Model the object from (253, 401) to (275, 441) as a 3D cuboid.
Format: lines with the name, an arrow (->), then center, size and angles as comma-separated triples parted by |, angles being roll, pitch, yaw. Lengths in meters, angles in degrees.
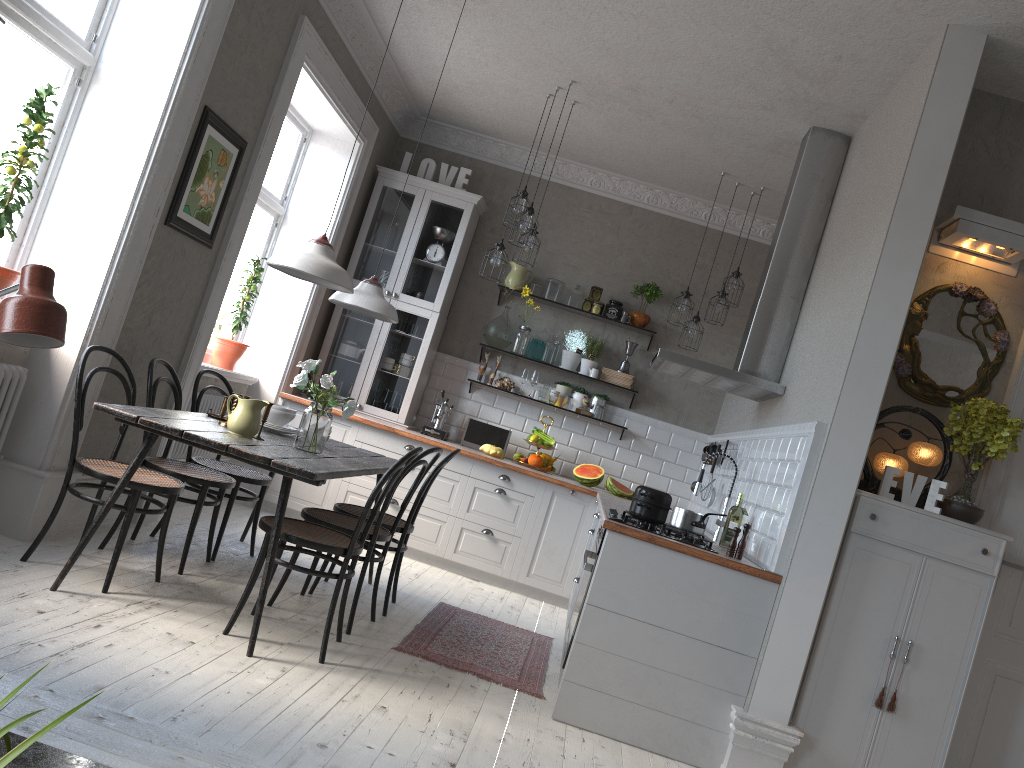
object -> -1.088, 0.160, 3.884 | 0.058, 0.167, 0.060 | 16, -4, 18

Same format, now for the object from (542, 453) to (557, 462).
object -> 0.285, 0.576, 6.861 | 0.127, 0.056, 0.059 | 18, -3, -4

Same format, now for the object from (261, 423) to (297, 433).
object -> -1.204, 0.216, 4.463 | 0.241, 0.027, 0.233 | 19, -3, -27

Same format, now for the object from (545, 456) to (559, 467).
object -> 0.308, 0.589, 6.851 | 0.060, 0.120, 0.127 | 16, -4, 29

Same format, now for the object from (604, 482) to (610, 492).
object -> 0.800, 0.820, 6.847 | 0.197, 0.067, 0.104 | 17, -3, 11

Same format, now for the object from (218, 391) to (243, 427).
object -> -1.253, 0.112, 4.003 | 0.097, 0.172, 0.095 | 18, -3, -14

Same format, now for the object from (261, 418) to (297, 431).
object -> -1.202, 0.208, 4.463 | 0.233, 0.027, 0.241 | 16, -3, 28

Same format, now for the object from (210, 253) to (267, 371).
object -> -1.854, -0.498, 6.055 | 0.255, 0.814, 0.264 | 15, -4, 32

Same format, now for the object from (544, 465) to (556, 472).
object -> 0.257, 0.637, 6.899 | 0.212, 0.044, 0.055 | 15, -4, 43

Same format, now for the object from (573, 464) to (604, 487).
object -> 0.571, 0.682, 6.645 | 0.232, 0.174, 0.221 | 16, -3, 26

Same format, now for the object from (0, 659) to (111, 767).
object -> -0.658, 0.484, 0.962 | 0.721, 0.420, 0.672 | 16, -3, 23

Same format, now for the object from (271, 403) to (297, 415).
object -> -1.185, 0.155, 4.466 | 0.180, 0.094, 0.179 | 18, -3, -4

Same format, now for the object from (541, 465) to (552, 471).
object -> 0.259, 0.641, 6.776 | 0.069, 0.051, 0.088 | 20, -4, -37

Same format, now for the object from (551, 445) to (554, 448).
object -> 0.303, 0.486, 6.853 | 0.052, 0.050, 0.049 | 17, -3, 14

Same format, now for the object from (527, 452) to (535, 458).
object -> 0.176, 0.574, 6.915 | 0.077, 0.076, 0.157 | 16, -3, 31

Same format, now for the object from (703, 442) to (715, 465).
object -> 1.386, 0.481, 6.104 | 0.108, 0.162, 0.137 | 17, -3, 7

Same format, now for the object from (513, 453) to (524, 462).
object -> 0.067, 0.573, 6.867 | 0.075, 0.072, 0.154 | 15, -3, 34

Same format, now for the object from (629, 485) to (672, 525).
object -> 0.621, 0.543, 3.968 | 0.192, 0.147, 0.191 | 18, -3, -16

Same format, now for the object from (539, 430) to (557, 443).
object -> 0.278, 0.423, 6.892 | 0.178, 0.096, 0.089 | 16, -3, 25

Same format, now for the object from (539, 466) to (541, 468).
object -> 0.191, 0.627, 6.786 | 0.070, 0.065, 0.070 | 16, -3, 26

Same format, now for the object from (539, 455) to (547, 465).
object -> 0.227, 0.583, 6.790 | 0.087, 0.078, 0.089 | 16, -4, 31

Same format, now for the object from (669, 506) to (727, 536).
object -> 0.894, 0.647, 4.178 | 0.297, 0.134, 0.178 | 15, -4, 39

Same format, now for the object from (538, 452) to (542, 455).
object -> 0.209, 0.573, 6.906 | 0.085, 0.093, 0.087 | 17, -3, 1

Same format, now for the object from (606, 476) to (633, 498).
object -> 0.805, 0.777, 6.577 | 0.226, 0.127, 0.147 | 18, -3, -13

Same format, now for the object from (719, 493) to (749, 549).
object -> 1.111, 0.682, 4.387 | 0.089, 0.282, 0.082 | 17, -3, 5

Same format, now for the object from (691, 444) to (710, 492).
object -> 1.392, 0.615, 6.485 | 0.077, 0.379, 0.083 | 17, -3, 5

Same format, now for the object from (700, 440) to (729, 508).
object -> 1.272, 0.561, 5.604 | 0.081, 0.443, 0.330 | 17, -3, 6

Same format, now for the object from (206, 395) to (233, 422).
object -> -1.381, 0.115, 4.250 | 0.141, 0.112, 0.138 | 18, -3, -13

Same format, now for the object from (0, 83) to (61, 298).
object -> -2.031, -0.768, 3.585 | 0.264, 0.992, 0.275 | 14, -5, 44

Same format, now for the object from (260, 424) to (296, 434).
object -> -1.207, 0.225, 4.462 | 0.234, 0.027, 0.241 | 16, -3, 23

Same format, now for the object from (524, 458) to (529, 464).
object -> 0.113, 0.600, 6.842 | 0.070, 0.076, 0.227 | 18, -3, -12

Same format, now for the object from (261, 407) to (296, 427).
object -> -1.191, 0.174, 4.465 | 0.180, 0.094, 0.179 | 18, -3, -4

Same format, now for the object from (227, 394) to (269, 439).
object -> -1.147, 0.136, 3.805 | 0.152, 0.170, 0.133 | 20, -4, -34

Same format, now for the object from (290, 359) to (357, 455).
object -> -0.865, 0.106, 4.000 | 0.311, 0.414, 0.251 | 17, -3, 3

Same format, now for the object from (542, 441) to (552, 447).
object -> 0.261, 0.474, 6.825 | 0.076, 0.062, 0.099 | 19, -3, -22

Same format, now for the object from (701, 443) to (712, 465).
object -> 1.396, 0.490, 6.232 | 0.107, 0.162, 0.138 | 17, -3, 17

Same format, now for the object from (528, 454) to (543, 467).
object -> 0.179, 0.577, 6.717 | 0.115, 0.111, 0.109 | 19, -3, -28

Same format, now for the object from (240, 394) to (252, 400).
object -> -1.202, 0.124, 3.928 | 0.061, 0.172, 0.063 | 16, -4, 26

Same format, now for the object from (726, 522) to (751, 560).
object -> 0.989, 0.676, 3.858 | 0.073, 0.167, 0.036 | 17, -3, 4

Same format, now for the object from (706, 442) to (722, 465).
object -> 1.366, 0.468, 5.978 | 0.107, 0.162, 0.138 | 16, -3, 22

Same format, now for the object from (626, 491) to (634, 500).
object -> 0.906, 0.845, 6.743 | 0.204, 0.073, 0.118 | 19, -3, -32

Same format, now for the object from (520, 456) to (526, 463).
object -> 0.100, 0.585, 6.828 | 0.084, 0.057, 0.090 | 15, -4, 37

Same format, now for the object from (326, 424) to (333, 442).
object -> -0.983, 0.248, 4.493 | 0.123, 0.119, 0.129 | 16, -3, 21

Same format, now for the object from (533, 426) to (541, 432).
object -> 0.192, 0.360, 6.836 | 0.074, 0.058, 0.050 | 18, -3, -19

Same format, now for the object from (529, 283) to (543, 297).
object -> 0.189, -0.746, 7.143 | 0.103, 0.111, 0.103 | 17, -3, 5

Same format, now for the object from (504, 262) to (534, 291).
object -> 0.048, -0.848, 7.099 | 0.188, 0.217, 0.175 | 16, -3, 19
